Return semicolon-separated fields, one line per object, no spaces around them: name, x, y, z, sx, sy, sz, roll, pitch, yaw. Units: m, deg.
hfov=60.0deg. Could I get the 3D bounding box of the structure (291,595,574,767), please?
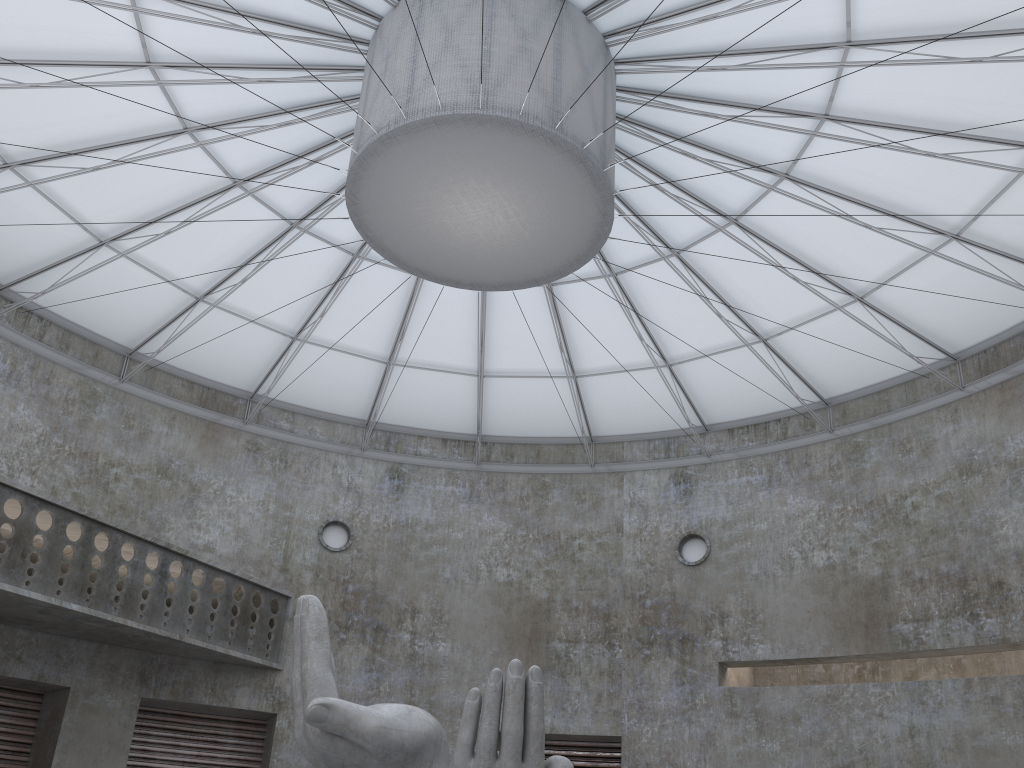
structure;0.482;6.651;16.217;10.752;5.593;15.912;10;-28;-13
